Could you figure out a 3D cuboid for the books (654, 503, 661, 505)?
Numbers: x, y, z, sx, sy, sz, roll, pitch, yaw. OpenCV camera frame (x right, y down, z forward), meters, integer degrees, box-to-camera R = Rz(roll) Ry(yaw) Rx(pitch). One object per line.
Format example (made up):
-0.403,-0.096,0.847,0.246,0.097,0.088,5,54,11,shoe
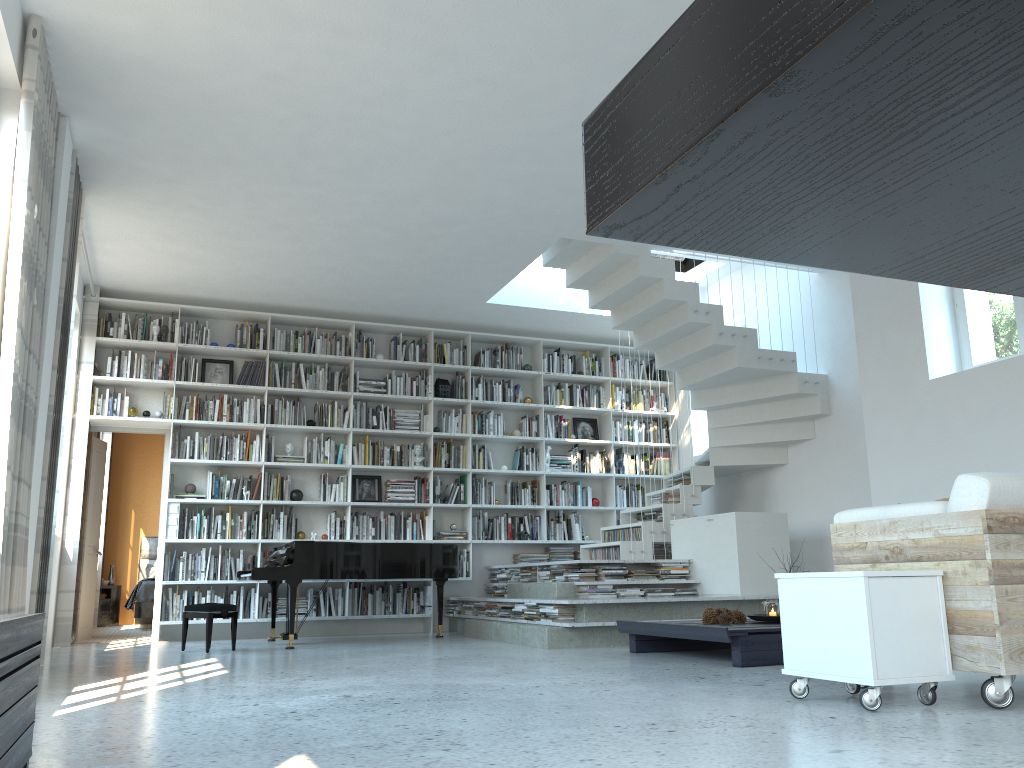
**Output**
1.560,1.233,9.079,0.160,0.010,0.180,3,-13,-18,books

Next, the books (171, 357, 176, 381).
-3.268,-0.113,8.552,0.037,0.268,0.113,4,-13,-21,books

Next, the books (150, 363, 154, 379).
-3.442,-0.092,8.476,0.029,0.197,0.144,4,-13,-21,books

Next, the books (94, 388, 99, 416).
-3.853,0.190,8.222,0.023,0.281,0.171,4,-13,-21,books

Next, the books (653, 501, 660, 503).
1.569,1.207,9.089,0.143,0.019,0.231,4,-14,-22,books

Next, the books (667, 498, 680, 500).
1.609,1.112,8.548,0.214,0.014,0.138,-2,-13,6,books

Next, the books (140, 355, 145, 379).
-3.512,-0.134,8.428,0.025,0.260,0.167,4,-13,-21,books

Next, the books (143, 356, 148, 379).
-3.486,-0.127,8.436,0.030,0.250,0.166,4,-13,-21,books

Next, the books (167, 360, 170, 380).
-3.303,-0.101,8.531,0.014,0.235,0.144,4,-13,-21,books

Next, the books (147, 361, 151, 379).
-3.465,-0.102,8.459,0.028,0.211,0.139,4,-13,-21,books

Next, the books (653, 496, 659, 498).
1.558,1.164,9.094,0.157,0.014,0.180,5,-14,-25,books

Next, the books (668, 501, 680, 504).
1.612,1.147,8.557,0.215,0.013,0.189,-3,-13,10,books

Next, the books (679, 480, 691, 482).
1.758,0.976,8.873,0.154,0.014,0.197,1,-13,-9,books

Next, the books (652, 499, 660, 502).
1.564,1.190,9.090,0.149,0.016,0.240,5,-14,-23,books

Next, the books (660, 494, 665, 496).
1.587,1.100,8.821,0.166,0.017,0.191,3,-13,-19,books

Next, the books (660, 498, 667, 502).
1.592,1.146,8.798,0.178,0.035,0.222,3,-13,-17,books

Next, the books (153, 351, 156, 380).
-3.415,-0.147,8.472,0.012,0.302,0.189,4,-13,-21,books

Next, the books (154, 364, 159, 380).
-3.399,-0.083,8.481,0.031,0.182,0.151,4,-13,-21,books

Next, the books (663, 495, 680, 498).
1.608,1.085,8.554,0.295,0.007,0.146,-3,-13,8,books

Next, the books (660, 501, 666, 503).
1.591,1.167,8.797,0.188,0.005,0.182,4,-14,-21,books

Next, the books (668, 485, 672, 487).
1.731,1.050,9.159,0.184,0.006,0.263,1,-13,-7,books

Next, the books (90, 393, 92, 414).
-3.893,0.213,8.200,0.013,0.227,0.179,4,-13,-21,books

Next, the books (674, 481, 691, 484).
1.748,0.987,8.868,0.187,0.009,0.261,2,-13,-12,books

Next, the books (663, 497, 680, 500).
1.608,1.102,8.550,0.295,0.006,0.147,-4,-13,12,books

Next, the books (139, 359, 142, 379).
-3.540,-0.114,8.446,0.011,0.231,0.135,4,-13,-21,books

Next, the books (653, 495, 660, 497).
1.561,1.150,9.098,0.157,0.014,0.180,5,-14,-23,books

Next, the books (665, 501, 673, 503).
1.614,1.139,8.570,0.254,0.007,0.189,-2,-13,6,books

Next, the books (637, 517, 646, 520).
1.381,1.369,8.996,0.140,0.022,0.181,6,-14,-28,books

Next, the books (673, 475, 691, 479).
1.742,0.937,8.878,0.191,0.013,0.244,1,-13,-11,books

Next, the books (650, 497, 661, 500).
1.549,1.175,9.087,0.173,0.011,0.204,5,-14,-26,books

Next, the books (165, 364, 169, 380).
-3.316,-0.082,8.506,0.026,0.187,0.154,4,-13,-21,books

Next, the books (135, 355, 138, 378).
-3.560,-0.131,8.409,0.012,0.248,0.192,4,-13,-21,books

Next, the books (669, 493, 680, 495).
1.611,1.070,8.575,0.184,0.016,0.179,-2,-13,7,books

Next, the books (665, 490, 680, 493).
1.609,1.044,8.573,0.234,0.025,0.158,-4,-13,15,books

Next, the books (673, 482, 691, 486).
1.740,0.998,8.864,0.191,0.014,0.244,1,-13,-9,books

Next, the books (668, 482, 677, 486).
1.730,1.036,9.162,0.171,0.011,0.232,1,-13,-11,books

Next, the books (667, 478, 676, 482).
1.726,0.993,9.171,0.190,0.015,0.231,1,-13,-8,books

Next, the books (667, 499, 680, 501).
1.611,1.128,8.559,0.222,0.011,0.180,-3,-13,9,books

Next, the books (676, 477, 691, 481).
1.761,0.957,8.877,0.144,0.011,0.257,2,-13,-14,books

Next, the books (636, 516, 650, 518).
1.375,1.354,8.997,0.160,0.009,0.208,5,-14,-25,books

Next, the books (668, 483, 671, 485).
1.732,1.020,9.166,0.168,0.005,0.292,0,-13,-4,books

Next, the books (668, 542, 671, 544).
1.857,1.746,9.737,0.258,0.022,0.129,5,-14,-25,books

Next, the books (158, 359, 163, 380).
-3.363,-0.109,8.477,0.029,0.228,0.191,4,-13,-21,books

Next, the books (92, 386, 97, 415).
-3.878,0.183,8.238,0.013,0.302,0.135,4,-13,-21,books

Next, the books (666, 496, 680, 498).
1.611,1.097,8.567,0.232,0.011,0.172,-4,-13,14,books

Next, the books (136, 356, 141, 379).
-3.544,-0.127,8.415,0.021,0.243,0.174,4,-13,-21,books

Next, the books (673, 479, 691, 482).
1.748,0.966,8.873,0.176,0.007,0.255,2,-13,-13,books

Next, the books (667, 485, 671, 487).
1.729,1.044,9.160,0.170,0.006,0.269,1,-13,-11,books

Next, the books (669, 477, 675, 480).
1.736,0.979,9.175,0.165,0.014,0.236,0,-13,-5,books

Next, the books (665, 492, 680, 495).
1.608,1.057,8.562,0.254,0.005,0.161,-3,-13,10,books

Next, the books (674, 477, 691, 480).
1.751,0.947,8.878,0.174,0.009,0.240,2,-13,-12,books

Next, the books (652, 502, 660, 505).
1.568,1.223,9.085,0.145,0.012,0.297,4,-14,-22,books

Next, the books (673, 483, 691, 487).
1.741,1.012,8.861,0.182,0.013,0.288,1,-13,-8,books

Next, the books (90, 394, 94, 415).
-3.882,0.217,8.205,0.013,0.221,0.163,4,-13,-21,books

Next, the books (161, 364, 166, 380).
-3.347,-0.084,8.510,0.029,0.195,0.146,4,-13,-21,books

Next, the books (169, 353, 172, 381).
-3.286,-0.131,8.531,0.014,0.293,0.173,4,-13,-21,books

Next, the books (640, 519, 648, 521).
1.388,1.385,8.996,0.132,0.010,0.198,3,-13,-17,books

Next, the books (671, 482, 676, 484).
1.732,1.027,9.164,0.162,0.008,0.290,0,-13,-3,books

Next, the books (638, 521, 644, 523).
1.382,1.397,8.990,0.145,0.015,0.166,6,-14,-26,books
